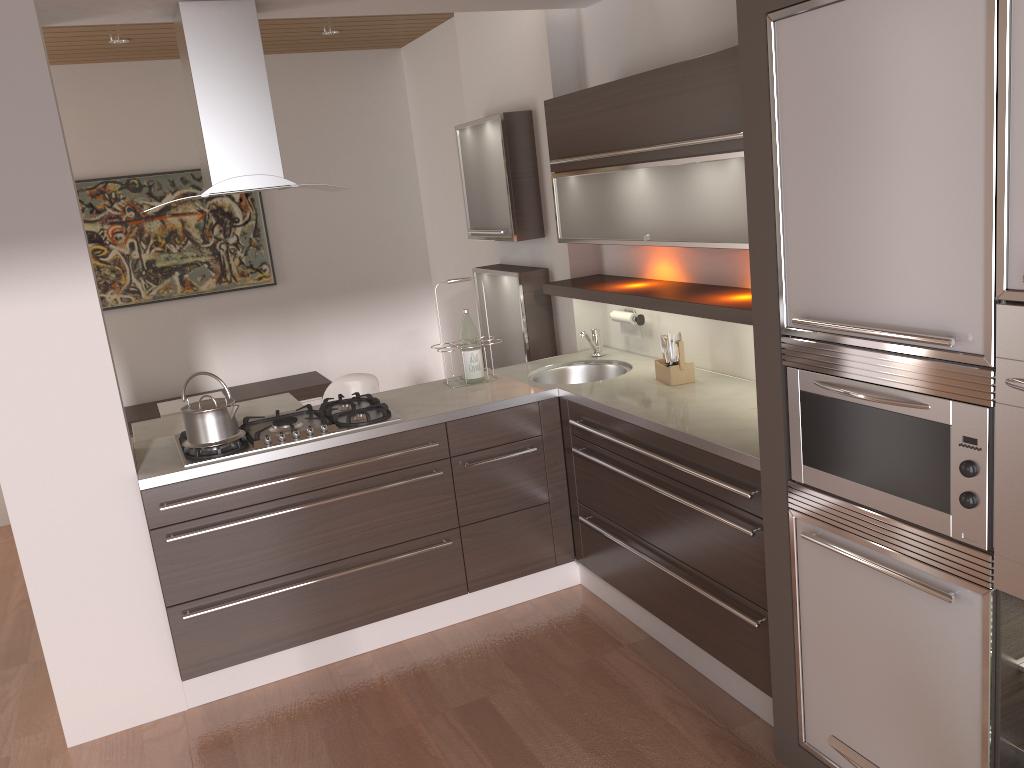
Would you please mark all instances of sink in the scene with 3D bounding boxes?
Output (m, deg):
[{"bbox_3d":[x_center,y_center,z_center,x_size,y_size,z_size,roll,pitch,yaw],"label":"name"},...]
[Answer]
[{"bbox_3d":[0.289,-0.042,3.859,0.450,0.347,0.494,-11,13,-17],"label":"sink"}]

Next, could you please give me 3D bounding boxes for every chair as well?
[{"bbox_3d":[-0.904,0.427,4.500,0.491,0.847,0.608,3,16,36],"label":"chair"}]

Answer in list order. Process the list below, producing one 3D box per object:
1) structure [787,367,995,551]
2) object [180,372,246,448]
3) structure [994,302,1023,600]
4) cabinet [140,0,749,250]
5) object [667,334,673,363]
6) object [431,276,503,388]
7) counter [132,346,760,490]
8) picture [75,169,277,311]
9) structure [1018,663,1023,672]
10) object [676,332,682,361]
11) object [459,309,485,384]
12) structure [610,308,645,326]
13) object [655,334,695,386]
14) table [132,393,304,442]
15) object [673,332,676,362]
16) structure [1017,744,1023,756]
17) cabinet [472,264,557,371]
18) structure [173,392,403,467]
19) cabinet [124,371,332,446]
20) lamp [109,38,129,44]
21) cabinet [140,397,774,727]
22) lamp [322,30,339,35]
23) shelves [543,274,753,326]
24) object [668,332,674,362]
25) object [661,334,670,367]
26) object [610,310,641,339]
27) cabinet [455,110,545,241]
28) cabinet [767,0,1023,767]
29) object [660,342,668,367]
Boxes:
[{"bbox_3d":[0.826,0.149,2.022,0.049,0.301,0.569,-12,14,-23],"label":"structure"},{"bbox_3d":[-1.091,0.078,3.181,0.221,0.251,0.221,-14,15,-30],"label":"object"},{"bbox_3d":[1.052,0.180,1.467,0.066,0.583,0.582,-12,14,-23],"label":"structure"},{"bbox_3d":[-0.188,-0.882,2.913,2.058,1.032,1.399,-11,14,-19],"label":"cabinet"},{"bbox_3d":[0.611,-0.098,3.407,0.023,0.196,0.018,-12,14,-21],"label":"object"},{"bbox_3d":[-0.205,-0.233,3.841,0.291,0.453,0.210,-11,14,-18],"label":"object"},{"bbox_3d":[-0.134,0.188,3.068,2.150,0.036,1.850,-12,14,-23],"label":"counter"},{"bbox_3d":[-2.209,-0.933,5.650,1.277,0.801,0.018,-12,14,-23],"label":"picture"},{"bbox_3d":[1.407,0.599,1.706,0.479,0.012,0.583,-12,14,-23],"label":"structure"},{"bbox_3d":[0.641,-0.105,3.412,0.042,0.192,0.040,-1,14,24],"label":"object"},{"bbox_3d":[-0.180,-0.162,3.806,0.091,0.319,0.091,-4,13,11],"label":"object"},{"bbox_3d":[0.530,-0.300,3.941,0.087,0.049,0.237,-12,14,-22],"label":"structure"},{"bbox_3d":[0.631,-0.098,3.463,0.100,0.170,0.173,-9,13,-11],"label":"object"},{"bbox_3d":[-1.299,0.577,4.243,0.800,0.758,1.100,-12,14,-23],"label":"table"},{"bbox_3d":[0.627,-0.103,3.421,0.020,0.196,0.017,-7,13,0],"label":"object"},{"bbox_3d":[1.429,0.791,1.750,0.479,0.012,0.583,-12,14,-23],"label":"structure"},{"bbox_3d":[0.000,-0.308,4.660,0.194,0.600,0.598,-12,14,-23],"label":"cabinet"},{"bbox_3d":[-0.875,0.150,3.423,0.797,0.047,0.494,-12,14,-23],"label":"structure"},{"bbox_3d":[-1.993,0.404,5.678,1.740,0.608,0.540,-12,14,-23],"label":"cabinet"},{"bbox_3d":[-2.110,-1.862,4.750,0.102,0.055,0.102,-8,13,-6],"label":"lamp"},{"bbox_3d":[-0.083,0.626,3.169,2.150,0.870,1.850,-12,14,-23],"label":"cabinet"},{"bbox_3d":[-1.067,-2.084,5.194,0.102,0.055,0.102,-8,13,-6],"label":"lamp"},{"bbox_3d":[0.669,-0.326,3.349,0.313,0.050,1.850,-12,14,-23],"label":"shelves"},{"bbox_3d":[0.618,-0.103,3.428,0.018,0.196,0.022,-12,14,-21],"label":"object"},{"bbox_3d":[0.593,-0.097,3.401,0.042,0.192,0.040,-1,14,23],"label":"object"},{"bbox_3d":[0.505,-0.264,3.953,0.053,0.119,0.165,-12,14,-23],"label":"object"},{"bbox_3d":[-0.129,-1.020,4.453,0.172,0.600,0.619,-16,16,-36],"label":"cabinet"},{"bbox_3d":[1.142,0.207,1.513,1.047,1.948,1.796,-12,14,-23],"label":"cabinet"},{"bbox_3d":[0.600,-0.092,3.431,0.044,0.178,0.019,5,17,41],"label":"object"}]
